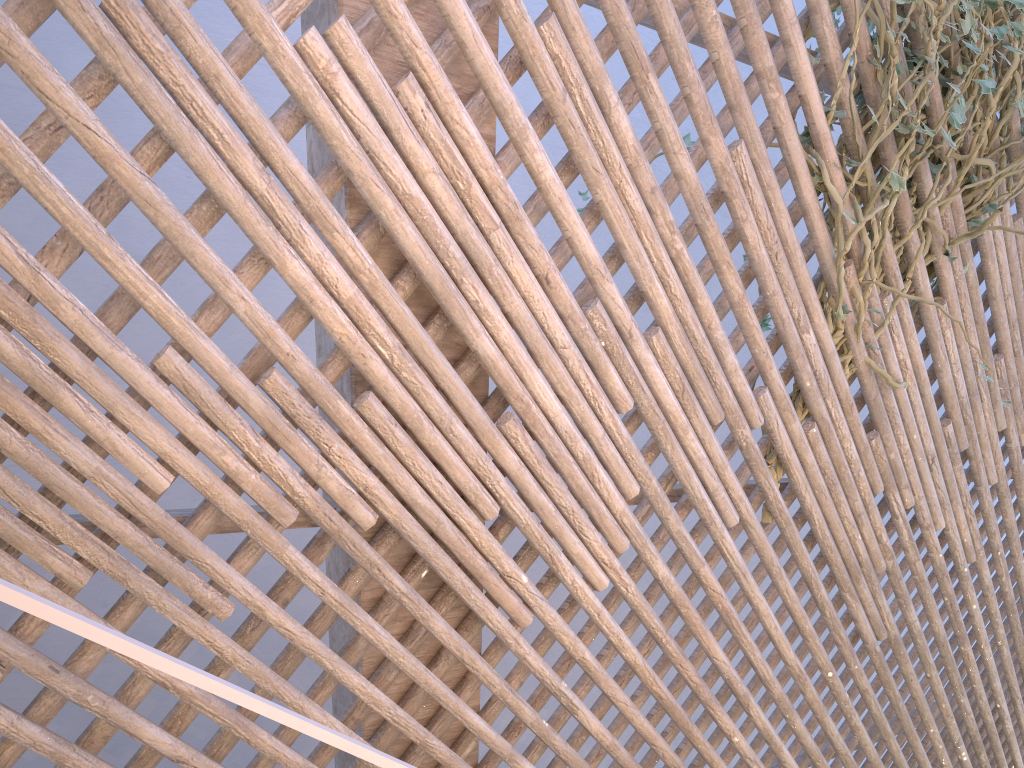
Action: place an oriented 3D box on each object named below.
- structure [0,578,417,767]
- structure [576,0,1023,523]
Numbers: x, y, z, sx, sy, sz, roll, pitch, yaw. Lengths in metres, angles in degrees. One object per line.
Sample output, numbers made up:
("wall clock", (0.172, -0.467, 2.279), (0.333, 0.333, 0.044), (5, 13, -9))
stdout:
("structure", (0.198, 1.048, 1.120), (1.925, 2.142, 1.093), (-5, 17, -34))
("structure", (1.149, -1.079, 1.738), (2.308, 2.972, 0.680), (-6, 20, -34))
